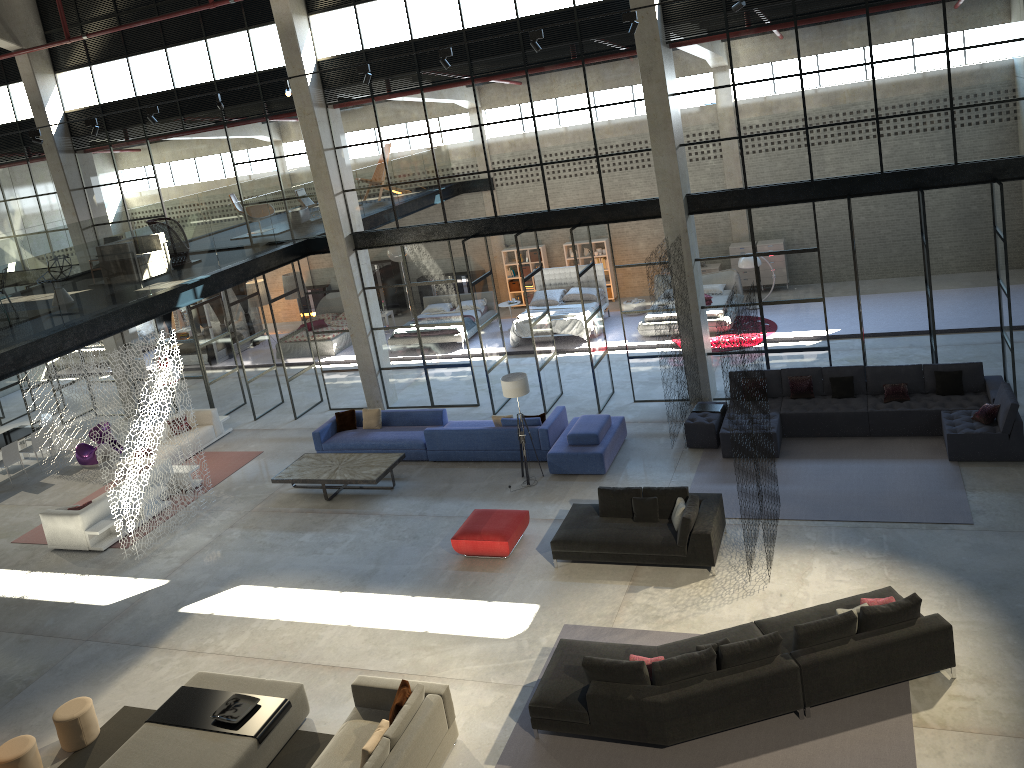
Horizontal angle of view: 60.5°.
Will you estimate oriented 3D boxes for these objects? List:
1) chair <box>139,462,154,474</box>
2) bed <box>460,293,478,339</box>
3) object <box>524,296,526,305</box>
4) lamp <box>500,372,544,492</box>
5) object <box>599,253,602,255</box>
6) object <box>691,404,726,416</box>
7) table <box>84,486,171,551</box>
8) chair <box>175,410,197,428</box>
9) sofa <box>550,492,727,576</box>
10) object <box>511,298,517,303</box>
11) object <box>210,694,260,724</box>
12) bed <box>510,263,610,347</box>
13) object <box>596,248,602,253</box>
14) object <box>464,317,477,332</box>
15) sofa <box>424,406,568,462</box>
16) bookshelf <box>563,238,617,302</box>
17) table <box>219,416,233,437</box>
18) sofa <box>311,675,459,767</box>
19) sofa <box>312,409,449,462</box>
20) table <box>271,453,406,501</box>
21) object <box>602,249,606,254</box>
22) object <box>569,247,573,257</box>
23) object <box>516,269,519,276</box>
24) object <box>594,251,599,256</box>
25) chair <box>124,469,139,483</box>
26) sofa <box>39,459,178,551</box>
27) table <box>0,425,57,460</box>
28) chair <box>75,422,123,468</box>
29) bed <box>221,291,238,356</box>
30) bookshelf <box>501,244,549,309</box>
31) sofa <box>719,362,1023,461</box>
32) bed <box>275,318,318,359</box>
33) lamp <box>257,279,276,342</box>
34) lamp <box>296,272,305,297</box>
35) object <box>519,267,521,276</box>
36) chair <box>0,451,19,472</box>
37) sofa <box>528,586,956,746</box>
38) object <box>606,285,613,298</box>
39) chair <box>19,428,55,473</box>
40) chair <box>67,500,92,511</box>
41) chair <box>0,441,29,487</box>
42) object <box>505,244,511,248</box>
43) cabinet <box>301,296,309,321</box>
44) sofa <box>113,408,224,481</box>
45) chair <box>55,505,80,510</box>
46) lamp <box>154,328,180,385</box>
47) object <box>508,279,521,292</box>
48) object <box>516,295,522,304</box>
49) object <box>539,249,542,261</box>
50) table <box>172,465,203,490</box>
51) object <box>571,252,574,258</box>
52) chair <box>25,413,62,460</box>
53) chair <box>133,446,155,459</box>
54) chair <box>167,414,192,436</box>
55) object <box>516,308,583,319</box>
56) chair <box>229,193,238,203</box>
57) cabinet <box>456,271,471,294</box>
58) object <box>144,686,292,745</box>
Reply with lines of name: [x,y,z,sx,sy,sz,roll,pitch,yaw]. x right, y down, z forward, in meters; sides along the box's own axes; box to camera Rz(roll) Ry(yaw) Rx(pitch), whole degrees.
chair: [-6.621,1.631,15.763,0.267,0.313,0.410,-4,16,24]
bed: [-1.816,-1.666,23.285,2.247,0.846,2.484,-3,19,22]
object: [0.558,-2.492,25.381,0.322,0.289,0.335,-4,16,22]
lamp: [0.135,0.753,13.862,0.427,1.697,0.691,-6,12,20]
object: [2.443,-3.591,24.251,0.066,0.062,0.067,-15,15,-19]
object: [3.270,0.440,14.629,0.516,0.097,0.311,0,20,27]
table: [-6.456,2.266,14.843,0.299,0.358,1.627,-4,18,22]
chair: [-6.864,0.786,18.444,0.388,0.328,0.256,-19,16,-32]
sofa: [1.643,1.905,11.426,2.097,0.547,1.121,-2,18,23]
object: [0.045,-2.181,22.890,0.169,0.088,0.172,-14,17,-14]
object: [-2.821,3.325,8.965,0.384,0.035,0.400,-1,20,25]
bed: [1.157,-1.969,21.838,2.209,1.379,2.402,-3,17,22]
object: [2.423,-3.688,24.390,0.175,0.165,0.179,-12,15,-9]
object: [-2.020,-1.457,22.727,2.102,0.240,0.745,-2,19,22]
sofa: [-0.272,0.823,15.458,2.326,0.703,1.092,-2,17,22]
bookshelf: [2.198,-3.142,24.581,1.235,1.712,0.340,-4,12,23]
table: [-6.517,0.923,18.943,0.897,0.360,0.311,-3,15,22]
sofa: [-1.457,3.577,7.727,1.049,0.702,2.423,-3,19,22]
sofa: [-2.422,0.952,16.365,2.326,0.588,1.092,-2,18,22]
table: [-2.933,1.589,15.020,2.055,0.388,1.065,-2,19,22]
object: [2.579,-3.678,24.330,0.142,0.134,0.146,2,19,39]
object: [1.662,-3.703,24.679,0.095,0.255,0.096,-13,12,-16]
object: [0.177,-3.238,25.374,0.083,0.222,0.081,-18,14,-35]
object: [2.337,-3.611,24.289,0.115,0.109,0.120,-3,16,25]
chair: [-6.760,1.741,15.503,0.268,0.309,0.407,-7,15,10]
sofa: [-6.941,2.056,15.256,0.944,0.651,2.217,-3,19,22]
table: [-10.768,1.585,18.530,0.897,0.736,1.869,-3,18,22]
chair: [-8.707,1.265,18.447,0.653,0.728,0.825,-4,16,23]
bed: [-8.965,-1.879,25.747,2.238,2.023,2.396,-4,16,22]
bookshelf: [0.460,-3.075,25.284,1.235,1.712,0.340,-4,12,23]
sofa: [5.390,0.402,13.566,4.133,0.847,1.893,-2,18,22]
bed: [-5.288,-1.741,24.670,2.021,1.245,2.427,-3,18,23]
lamp: [-7.270,-2.100,25.790,0.813,1.873,0.691,-15,13,-25]
lamp: [-6.279,-2.350,26.033,0.813,1.873,0.691,-15,13,-25]
object: [0.428,-3.271,25.231,0.322,0.289,0.335,-4,16,22]
chair: [-11.182,1.426,19.054,0.543,0.848,0.434,-4,13,23]
sofa: [2.167,2.748,8.595,4.063,0.548,1.519,-9,17,1]
object: [2.672,-2.578,24.535,0.322,0.289,0.335,-4,16,22]
chair: [-10.127,1.388,18.623,0.543,0.848,0.434,-4,13,23]
chair: [-7.129,2.115,14.582,0.407,0.327,0.287,-16,15,-21]
chair: [-10.372,1.640,17.986,0.543,0.848,0.434,-4,13,23]
object: [-0.119,-4.004,25.422,0.232,0.147,0.055,-4,13,20]
cabinet: [-6.246,-2.536,28.049,1.036,1.130,0.465,-4,13,23]
sofa: [-6.968,1.208,17.841,0.938,0.650,2.226,-3,19,22]
chair: [-7.369,2.125,14.706,0.391,0.264,0.328,-10,15,-2]
lamp: [-6.649,-0.568,16.655,0.438,1.072,0.453,-3,14,31]
object: [0.127,-2.867,25.457,0.322,0.289,0.335,-4,16,22]
object: [0.208,-2.445,25.509,0.141,0.229,0.140,-17,15,-29]
object: [0.728,-3.665,25.009,0.322,0.289,0.335,-4,16,22]
table: [-6.357,1.753,16.346,1.196,0.360,0.311,-2,16,22]
object: [1.694,-3.612,24.558,0.109,0.152,0.113,-1,16,33]
chair: [-10.419,1.165,19.450,0.418,0.847,0.564,-5,14,23]
chair: [-7.222,1.328,17.221,0.420,0.105,0.415,-16,19,-20]
chair: [-6.914,0.859,18.251,0.419,0.326,0.259,-20,17,-33]
object: [1.054,-1.477,21.459,2.271,0.641,0.675,-1,17,25]
chair: [-6.227,-4.211,21.346,0.999,1.001,0.796,-21,17,-37]
cabinet: [-1.741,-2.720,26.272,2.073,1.129,0.465,-3,13,22]
object: [-3.044,3.402,9.066,1.467,0.084,0.555,-2,19,22]
